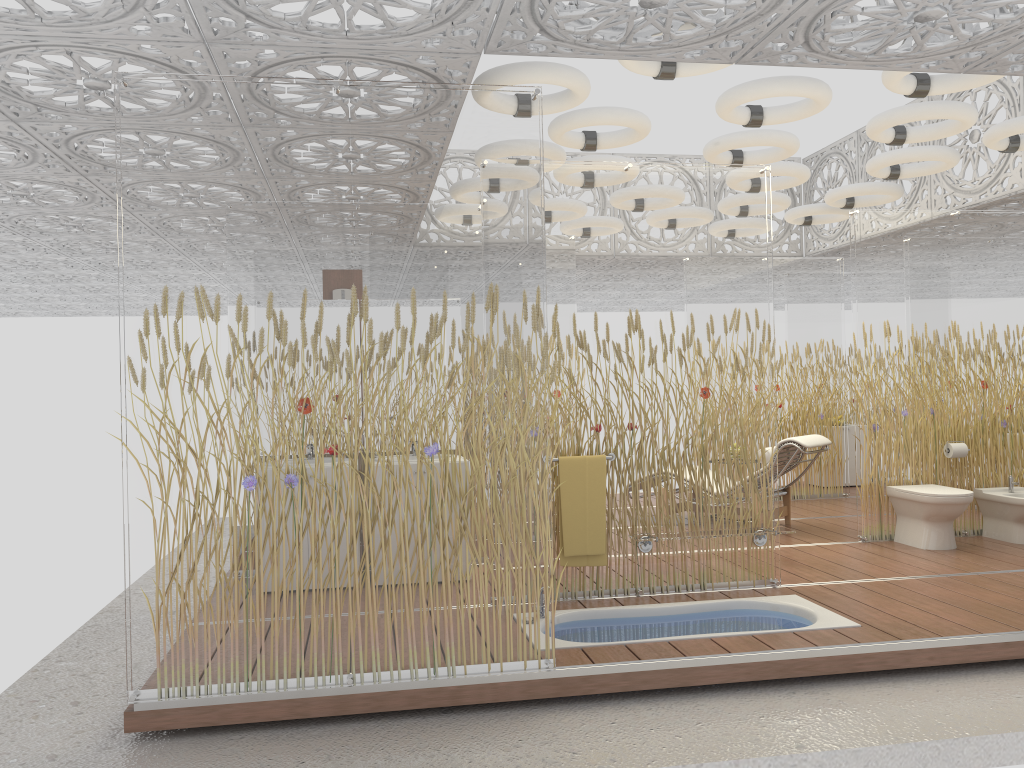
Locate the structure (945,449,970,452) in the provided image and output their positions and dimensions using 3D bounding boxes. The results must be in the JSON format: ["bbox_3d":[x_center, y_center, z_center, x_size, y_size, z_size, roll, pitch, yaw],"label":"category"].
[{"bbox_3d":[3.506,0.523,7.008,0.215,0.047,0.080,-1,0,-10],"label":"structure"}]

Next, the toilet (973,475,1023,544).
[{"bbox_3d":[3.928,0.967,6.800,0.401,0.506,0.611,-1,0,-10],"label":"toilet"}]

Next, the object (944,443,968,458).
[{"bbox_3d":[3.491,0.522,6.977,0.131,0.115,0.115,-1,0,-10],"label":"object"}]

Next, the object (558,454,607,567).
[{"bbox_3d":[0.416,0.745,5.185,0.283,0.656,0.042,-1,0,-10],"label":"object"}]

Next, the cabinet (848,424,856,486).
[{"bbox_3d":[3.947,0.859,10.733,0.595,0.712,0.358,-1,0,-10],"label":"cabinet"}]

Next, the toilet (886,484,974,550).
[{"bbox_3d":[3.183,1.012,6.672,0.401,0.437,0.611,-1,0,-10],"label":"toilet"}]

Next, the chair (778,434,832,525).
[{"bbox_3d":[1.900,0.858,7.949,1.787,0.811,0.635,-2,0,40],"label":"chair"}]

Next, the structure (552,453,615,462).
[{"bbox_3d":[0.403,0.437,5.213,0.442,0.047,0.078,-1,0,-10],"label":"structure"}]

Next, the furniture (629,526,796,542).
[{"bbox_3d":[1.180,0.882,5.223,0.977,0.014,0.178,-1,0,-10],"label":"furniture"}]

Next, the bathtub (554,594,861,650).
[{"bbox_3d":[0.902,1.376,4.756,1.700,0.582,0.700,-1,0,-10],"label":"bathtub"}]
